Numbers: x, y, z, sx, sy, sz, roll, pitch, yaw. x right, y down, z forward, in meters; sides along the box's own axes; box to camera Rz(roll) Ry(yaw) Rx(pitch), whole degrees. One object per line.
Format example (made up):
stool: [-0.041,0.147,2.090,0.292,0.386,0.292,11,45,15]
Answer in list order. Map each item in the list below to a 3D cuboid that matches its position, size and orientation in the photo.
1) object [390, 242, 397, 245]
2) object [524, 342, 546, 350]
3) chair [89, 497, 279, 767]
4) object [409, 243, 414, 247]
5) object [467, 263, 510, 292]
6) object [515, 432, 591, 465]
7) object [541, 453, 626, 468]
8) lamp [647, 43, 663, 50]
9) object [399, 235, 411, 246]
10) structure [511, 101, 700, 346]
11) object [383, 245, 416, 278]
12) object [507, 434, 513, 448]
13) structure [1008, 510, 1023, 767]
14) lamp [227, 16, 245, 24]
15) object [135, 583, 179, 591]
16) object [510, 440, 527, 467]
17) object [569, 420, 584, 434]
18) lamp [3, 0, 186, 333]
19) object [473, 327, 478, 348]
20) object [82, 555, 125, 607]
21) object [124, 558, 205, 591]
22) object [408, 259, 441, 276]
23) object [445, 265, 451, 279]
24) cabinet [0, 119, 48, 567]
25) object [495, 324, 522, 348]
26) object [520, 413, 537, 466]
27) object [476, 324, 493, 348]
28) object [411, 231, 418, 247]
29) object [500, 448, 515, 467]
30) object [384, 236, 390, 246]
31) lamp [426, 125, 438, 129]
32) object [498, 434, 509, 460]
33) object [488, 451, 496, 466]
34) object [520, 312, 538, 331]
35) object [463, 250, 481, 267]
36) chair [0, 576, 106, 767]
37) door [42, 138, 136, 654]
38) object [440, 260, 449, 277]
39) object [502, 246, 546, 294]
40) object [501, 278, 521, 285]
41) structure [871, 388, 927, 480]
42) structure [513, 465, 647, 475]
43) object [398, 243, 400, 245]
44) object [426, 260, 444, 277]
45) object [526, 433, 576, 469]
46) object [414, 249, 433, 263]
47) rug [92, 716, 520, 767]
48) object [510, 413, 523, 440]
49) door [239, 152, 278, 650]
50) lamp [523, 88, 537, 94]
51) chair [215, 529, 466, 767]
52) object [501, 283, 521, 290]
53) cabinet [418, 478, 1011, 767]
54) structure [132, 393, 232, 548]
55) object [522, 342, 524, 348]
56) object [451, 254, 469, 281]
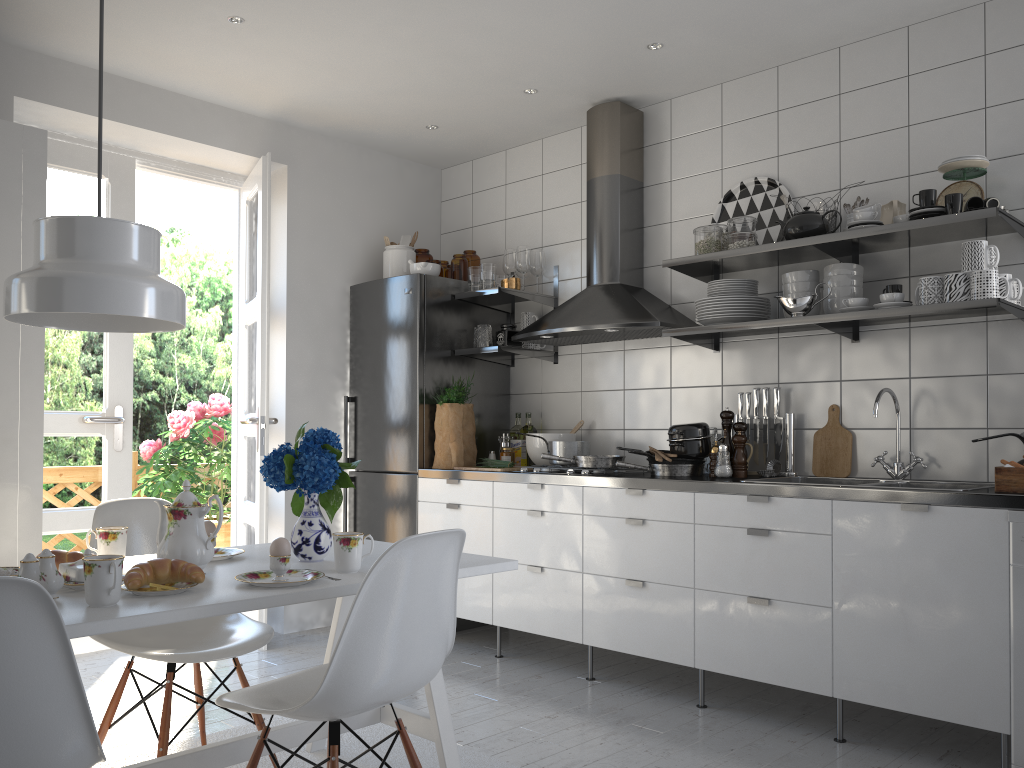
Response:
object: [-0.631,-0.652,4.784,0.061,0.251,0.117,1,-2,-16]
object: [0.113,-0.221,4.572,0.108,0.100,0.083,-1,-2,33]
chair: [-0.980,0.745,2.586,0.542,0.800,0.465,-1,-2,38]
object: [-0.558,-0.651,4.778,0.050,0.247,0.114,0,-1,9]
object: [-0.122,-0.527,4.525,0.190,0.134,0.229,-2,-3,34]
object: [0.198,0.304,4.181,0.348,0.154,0.200,1,-3,-7]
object: [0.327,0.334,3.906,0.351,0.060,0.232,-1,-3,22]
lamp: [0.577,-1.373,3.574,0.064,0.030,0.064,-2,-4,36]
object: [-0.599,-0.672,4.775,0.064,0.289,0.141,0,-2,17]
structure: [0.395,-0.763,4.125,0.869,1.091,0.472,-2,-2,44]
object: [-0.605,-0.627,4.766,0.174,0.208,0.174,-1,-3,39]
object: [-0.023,0.344,4.600,0.059,0.172,0.059,0,-1,3]
structure: [1.798,0.758,2.509,0.574,0.790,0.509,-2,-2,44]
lamp: [-1.047,-1.390,3.360,0.064,0.030,0.064,-2,-4,36]
object: [-0.744,0.428,1.870,0.070,0.036,0.109,2,-4,-38]
object: [0.034,0.358,4.561,0.077,0.141,0.044,-1,-2,44]
object: [0.247,0.294,4.394,0.221,0.232,0.080,0,-1,4]
lamp: [-0.934,-0.797,2.017,0.373,1.322,0.373,1,-1,-15]
object: [-0.160,-0.232,4.560,0.086,0.119,0.086,2,-2,-36]
object: [-0.807,0.390,1.746,0.078,0.095,0.091,1,-2,-10]
object: [-0.757,0.410,1.920,0.161,0.057,0.124,2,-3,-31]
object: [-0.445,-0.588,4.587,0.159,0.110,0.173,-2,-3,39]
object: [-0.319,-0.582,4.831,0.093,0.127,0.093,1,-2,-25]
cabinet: [-2.339,0.112,2.856,0.513,2.095,1.378,-1,-2,44]
object: [-0.017,-0.240,4.447,0.100,0.122,0.100,2,-2,-36]
object: [0.088,0.288,4.579,0.089,0.282,0.082,-1,-2,44]
object: [-0.139,-0.238,4.462,0.086,0.119,0.086,-1,-2,40]
object: [-0.554,-0.674,4.770,0.131,0.295,0.056,0,-1,23]
object: [-0.022,0.372,4.471,0.078,0.101,0.078,0,-2,10]
object: [-0.652,-0.658,4.772,0.054,0.262,0.149,0,-2,19]
lamp: [-0.409,-1.321,4.520,0.064,0.030,0.064,-2,-4,36]
object: [-0.043,0.340,4.538,0.059,0.172,0.059,0,-1,3]
object: [-0.101,0.384,4.532,0.046,0.084,0.046,0,-2,21]
object: [0.087,-0.319,4.595,0.083,0.100,0.108,1,-2,-12]
object: [-0.227,-0.619,4.779,0.097,0.194,0.097,-1,-2,43]
chair: [-0.916,0.678,1.426,0.465,0.800,0.543,1,-2,-32]
door: [-2.032,0.065,4.030,0.156,2.324,0.602,-1,-2,44]
object: [-0.400,-0.600,5.023,0.113,0.186,0.113,1,-2,-17]
object: [0.060,-0.576,4.618,0.193,0.244,0.206,-2,-3,42]
object: [-0.008,-0.503,4.443,0.099,0.048,0.100,1,-3,-23]
structure: [1.421,0.191,3.250,0.189,0.352,0.274,0,-2,20]
structure: [0.323,0.385,4.031,0.467,0.029,0.490,-3,-5,44]
object: [-0.584,-0.650,4.799,0.118,0.249,0.033,-1,-2,44]
object: [-0.430,-0.595,4.840,0.113,0.154,0.113,1,-2,-18]
object: [0.192,0.334,4.406,0.247,0.175,0.247,0,-3,-6]
object: [-0.503,-0.629,4.945,0.117,0.236,0.118,1,-2,-21]
rug: [-0.941,1.112,1.981,1.427,0.004,2.311,-3,-5,44]
object: [0.033,0.292,4.640,0.066,0.282,0.066,-1,-2,39]
door: [-1.284,0.089,4.399,0.156,2.324,0.602,1,-1,-26]
lamp: [0.084,-1.347,4.047,0.064,0.030,0.064,-2,-4,36]
chair: [-0.372,0.712,1.983,0.542,0.800,0.465,-1,-2,33]
object: [-0.006,-0.481,4.442,0.100,0.036,0.100,2,-3,-27]
cabinet: [0.928,0.807,3.442,3.240,0.794,0.663,-3,-4,44]
structure: [-2.029,0.703,5.990,1.176,1.279,1.262,2,-3,-45]
object: [0.053,-0.217,4.629,0.108,0.100,0.083,-1,-2,33]
object: [-0.277,-0.604,4.684,0.093,0.154,0.093,1,-2,-24]
